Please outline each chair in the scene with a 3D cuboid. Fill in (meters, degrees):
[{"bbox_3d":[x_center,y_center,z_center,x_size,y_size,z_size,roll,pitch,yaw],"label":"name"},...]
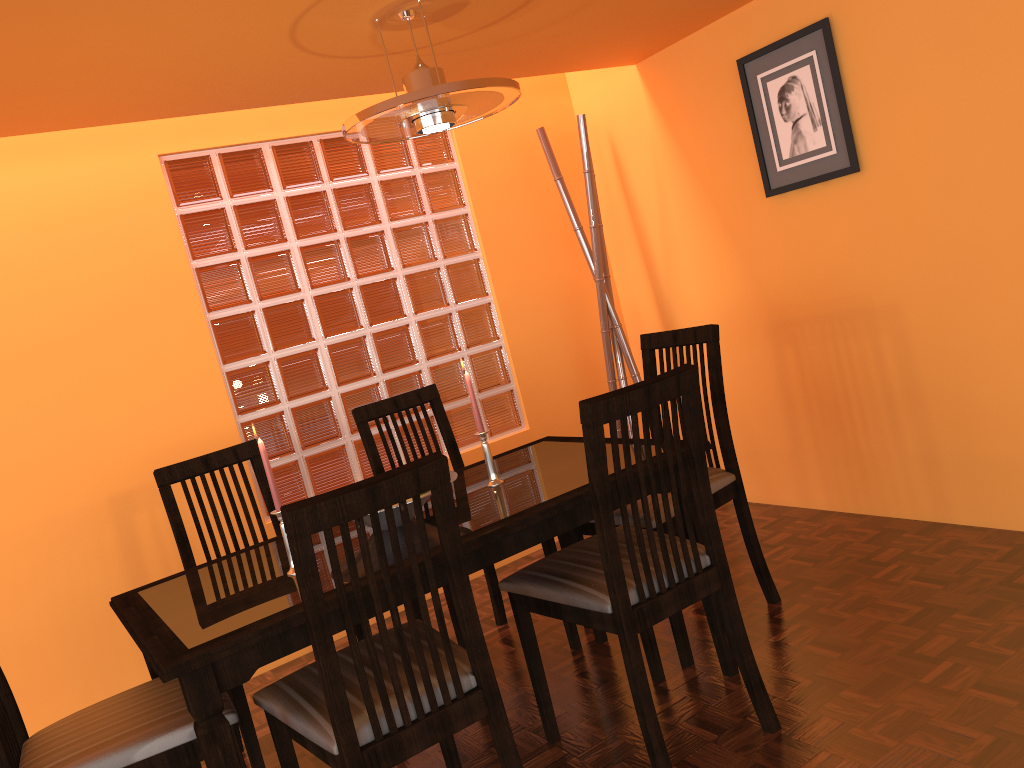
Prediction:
[{"bbox_3d":[0.237,0.391,1.912,0.373,0.809,0.465,-18,7,-30],"label":"chair"},{"bbox_3d":[-0.154,0.417,2.570,0.373,0.809,0.465,-18,7,-30],"label":"chair"},{"bbox_3d":[-0.237,0.545,1.622,0.373,0.809,0.465,-18,7,-30],"label":"chair"},{"bbox_3d":[-0.629,0.571,2.280,0.373,0.809,0.465,-18,7,-30],"label":"chair"},{"bbox_3d":[-0.795,0.676,1.728,0.465,0.809,0.373,-17,7,-25],"label":"chair"},{"bbox_3d":[0.412,0.285,2.455,0.465,0.809,0.373,-19,8,-35],"label":"chair"}]

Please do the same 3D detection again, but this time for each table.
[{"bbox_3d":[-0.158,0.590,2.079,1.259,0.584,0.697,-18,7,-30],"label":"table"}]

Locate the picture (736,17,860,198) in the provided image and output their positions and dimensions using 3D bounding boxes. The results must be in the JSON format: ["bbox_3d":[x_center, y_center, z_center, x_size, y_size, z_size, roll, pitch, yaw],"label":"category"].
[{"bbox_3d":[0.884,-0.844,2.764,0.014,0.456,0.361,-18,7,-30],"label":"picture"}]

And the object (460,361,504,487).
[{"bbox_3d":[-0.081,0.089,2.163,0.044,0.326,0.044,-20,8,-41],"label":"object"}]

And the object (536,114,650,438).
[{"bbox_3d":[0.397,-0.218,3.395,0.226,1.589,0.308,-15,6,-8],"label":"object"}]

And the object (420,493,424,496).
[{"bbox_3d":[-0.230,0.233,2.069,0.069,0.066,0.069,-17,7,-20],"label":"object"}]

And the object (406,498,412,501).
[{"bbox_3d":[-0.239,0.257,1.993,0.055,0.070,0.066,-9,8,41],"label":"object"}]

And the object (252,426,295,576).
[{"bbox_3d":[-0.484,0.231,1.819,0.044,0.326,0.044,-20,8,-41],"label":"object"}]

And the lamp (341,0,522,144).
[{"bbox_3d":[-0.214,-0.740,2.100,0.435,0.274,0.435,-15,6,-8],"label":"lamp"}]

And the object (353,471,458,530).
[{"bbox_3d":[-0.279,0.286,2.034,0.337,0.072,0.337,-11,7,26],"label":"object"}]
